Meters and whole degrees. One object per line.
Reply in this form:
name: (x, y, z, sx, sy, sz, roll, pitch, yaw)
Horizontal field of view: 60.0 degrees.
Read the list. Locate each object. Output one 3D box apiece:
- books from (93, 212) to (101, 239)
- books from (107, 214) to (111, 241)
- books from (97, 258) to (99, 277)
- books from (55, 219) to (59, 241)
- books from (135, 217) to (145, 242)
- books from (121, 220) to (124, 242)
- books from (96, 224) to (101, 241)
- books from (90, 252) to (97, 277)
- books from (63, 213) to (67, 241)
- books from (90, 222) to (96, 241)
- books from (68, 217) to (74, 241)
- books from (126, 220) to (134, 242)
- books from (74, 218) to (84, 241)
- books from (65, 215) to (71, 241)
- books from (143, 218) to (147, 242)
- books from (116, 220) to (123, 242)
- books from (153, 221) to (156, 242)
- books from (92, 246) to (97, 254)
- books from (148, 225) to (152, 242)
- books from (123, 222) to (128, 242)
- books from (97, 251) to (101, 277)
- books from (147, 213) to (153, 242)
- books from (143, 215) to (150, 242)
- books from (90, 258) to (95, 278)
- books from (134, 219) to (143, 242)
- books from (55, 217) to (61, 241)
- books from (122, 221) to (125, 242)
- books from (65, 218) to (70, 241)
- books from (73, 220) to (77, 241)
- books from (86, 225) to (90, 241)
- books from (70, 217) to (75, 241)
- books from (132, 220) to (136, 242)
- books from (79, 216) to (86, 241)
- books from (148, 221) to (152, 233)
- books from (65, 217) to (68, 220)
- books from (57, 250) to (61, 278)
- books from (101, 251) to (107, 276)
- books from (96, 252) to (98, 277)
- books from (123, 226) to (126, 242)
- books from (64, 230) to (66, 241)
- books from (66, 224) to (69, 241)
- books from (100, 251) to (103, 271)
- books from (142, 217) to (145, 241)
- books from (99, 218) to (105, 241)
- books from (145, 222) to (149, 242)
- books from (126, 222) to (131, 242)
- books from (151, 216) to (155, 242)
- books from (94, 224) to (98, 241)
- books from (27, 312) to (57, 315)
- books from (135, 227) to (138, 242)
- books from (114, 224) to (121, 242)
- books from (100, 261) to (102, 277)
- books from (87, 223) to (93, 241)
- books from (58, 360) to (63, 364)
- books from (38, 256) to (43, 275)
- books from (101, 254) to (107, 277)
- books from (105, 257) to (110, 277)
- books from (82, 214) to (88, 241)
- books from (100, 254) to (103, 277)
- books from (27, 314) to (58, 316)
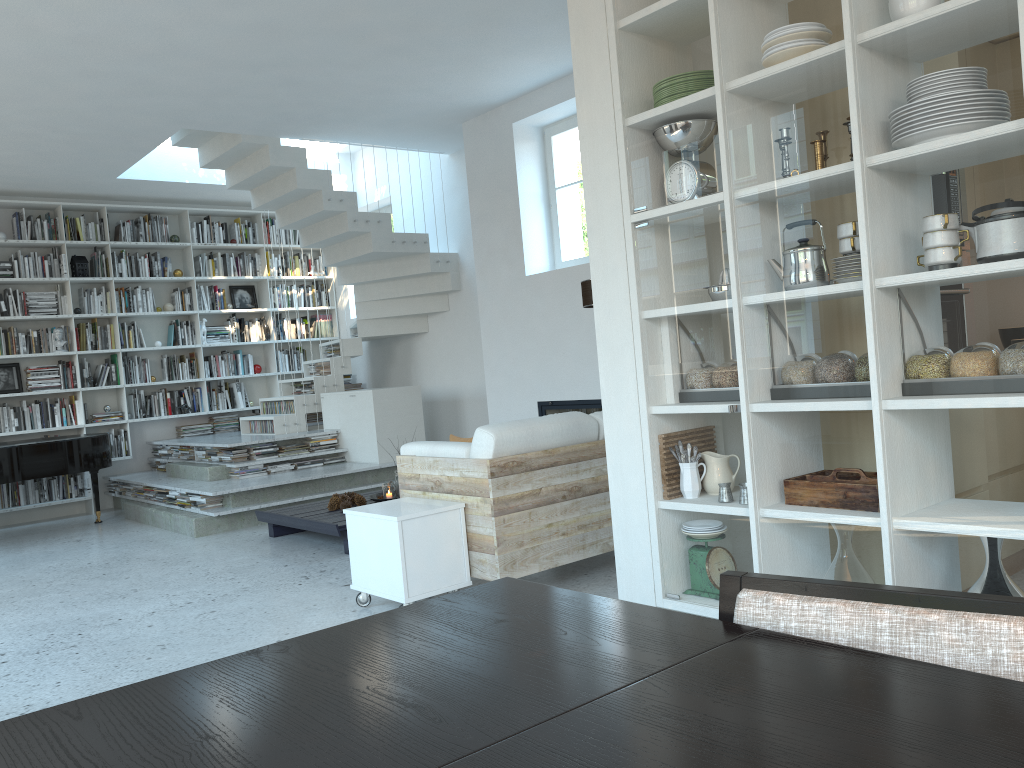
books: (-4.307, -1.609, 9.207, 0.012, 0.330, 0.128, -7, 3, -39)
books: (-4.221, -1.605, 9.235, 0.019, 0.304, 0.176, -7, 2, -39)
books: (-4.303, -1.184, 9.179, 0.024, 0.217, 0.169, -7, 2, -39)
books: (-4.605, -1.531, 8.942, 0.014, 0.239, 0.153, -7, 2, -39)
books: (-3.973, -1.626, 9.466, 0.024, 0.292, 0.167, -7, 2, -39)
books: (-4.124, -1.585, 9.339, 0.011, 0.244, 0.172, -7, 2, -39)
books: (-4.304, -1.541, 9.185, 0.022, 0.194, 0.182, -7, 2, -39)
books: (-4.310, -1.211, 9.138, 0.021, 0.272, 0.190, -7, 2, -39)
books: (-4.545, -1.567, 8.985, 0.007, 0.298, 0.181, -7, 2, -39)
books: (-4.336, -1.547, 9.142, 0.031, 0.213, 0.169, -7, 2, -39)
books: (-4.499, -1.553, 9.020, 0.034, 0.261, 0.157, -7, 2, -39)
books: (-4.053, -1.599, 9.397, 0.030, 0.255, 0.161, -7, 2, -39)
books: (-4.438, -1.556, 9.062, 0.054, 0.255, 0.191, -7, 2, -39)
books: (-4.522, -1.560, 9.014, 0.007, 0.279, 0.150, -7, 2, -39)
books: (-3.948, -1.625, 9.495, 0.007, 0.285, 0.159, -7, 2, -39)
books: (-4.126, -1.585, 9.326, 0.009, 0.244, 0.173, -7, 2, -39)
books: (-3.878, -1.630, 9.547, 0.012, 0.280, 0.144, -7, 2, -39)
books: (-4.313, -1.245, 9.174, 0.025, 0.339, 0.143, -7, 2, -39)
books: (-3.898, -1.588, 9.497, 0.018, 0.201, 0.188, -7, 2, -39)
books: (-4.090, -1.581, 9.350, 0.013, 0.229, 0.174, -7, 2, -39)
books: (-4.285, -1.222, 9.168, 0.021, 0.288, 0.179, -7, 2, -39)
books: (-3.897, -1.653, 9.519, 0.007, 0.329, 0.183, -7, 2, -39)
books: (-3.922, -1.641, 9.500, 0.006, 0.312, 0.179, -7, 2, -39)
books: (-4.334, -1.180, 9.159, 0.019, 0.214, 0.156, -7, 2, -39)
books: (-3.977, -1.608, 9.432, 0.028, 0.258, 0.185, -7, 2, -39)
books: (-4.596, -1.541, 8.958, 0.022, 0.257, 0.136, -7, 2, -39)
books: (-4.122, -1.591, 9.353, 0.012, 0.255, 0.133, -7, 2, -39)
books: (-4.513, -1.540, 8.986, 0.007, 0.239, 0.191, -7, 2, -39)
books: (-4.467, -1.543, 9.033, 0.015, 0.234, 0.171, -7, 2, -39)
books: (-4.375, -1.526, 9.113, 0.022, 0.180, 0.173, -7, 2, -39)
books: (-4.488, -1.555, 9.040, 0.008, 0.262, 0.142, -7, 2, -39)
books: (-4.035, -1.601, 9.415, 0.021, 0.256, 0.169, -7, 2, -39)
books: (-4.420, -1.569, 9.104, 0.030, 0.274, 0.151, -7, 2, -39)
books: (-3.899, -1.613, 9.516, 0.008, 0.251, 0.170, -7, 2, -39)
books: (-4.519, -1.550, 9.002, 0.006, 0.260, 0.166, -7, 2, -39)
books: (-4.595, -1.194, 8.957, 0.010, 0.299, 0.133, -7, 2, -39)
books: (-4.251, -1.228, 9.234, 0.005, 0.292, 0.130, -7, 2, -39)
books: (-4.306, -1.211, 9.158, 0.022, 0.272, 0.181, -7, 2, -39)
books: (-4.104, -1.557, 9.353, 0.009, 0.183, 0.160, -7, 2, -39)
books: (-4.561, -1.519, 8.993, 0.016, 0.204, 0.143, -7, 2, -39)
books: (-4.536, -1.515, 9.000, 0.015, 0.193, 0.160, -7, 2, -39)
books: (-4.285, -1.223, 9.217, 0.013, 0.289, 0.131, -7, 2, -39)
books: (-3.965, -1.629, 9.488, 0.017, 0.295, 0.139, -7, 2, -39)
books: (-4.267, -1.574, 9.196, 0.029, 0.253, 0.186, -7, 2, -39)
books: (-3.924, -1.600, 9.489, 0.018, 0.231, 0.160, -7, 2, -39)
books: (-4.075, -1.582, 9.379, 0.028, 0.226, 0.163, -7, 2, -39)
books: (-3.876, -1.639, 9.513, 0.015, 0.299, 0.183, -7, 2, -39)
books: (-4.327, -1.543, 9.176, 0.025, 0.203, 0.162, -7, 2, -39)
books: (-4.690, -0.695, 8.842, 0.254, 0.012, 0.161, -6, 2, -36)
books: (-4.023, -1.570, 9.446, 0.031, 0.190, 0.132, -7, 2, -39)
books: (-4.141, -1.563, 9.304, 0.046, 0.206, 0.183, -7, 2, -39)
books: (-4.284, -1.184, 9.193, 0.013, 0.211, 0.140, -7, 2, -39)
books: (-4.359, -1.538, 9.128, 0.024, 0.202, 0.180, -7, 2, -39)
books: (-4.551, -0.090, 8.959, 0.011, 0.299, 0.130, -7, 2, -39)
books: (-4.715, -1.150, 8.851, 0.011, 0.239, 0.139, -7, 2, -39)
books: (-4.246, -1.206, 9.193, 0.013, 0.248, 0.186, -7, 2, -39)
books: (-4.220, -1.191, 9.213, 0.008, 0.214, 0.223, -7, 2, -39)
books: (-4.395, -1.583, 9.103, 0.010, 0.297, 0.167, -7, 2, -39)
books: (-4.272, -1.207, 9.190, 0.005, 0.255, 0.158, -7, 2, -39)
books: (-4.688, -0.682, 8.841, 0.254, 0.012, 0.161, -6, 2, -43)
